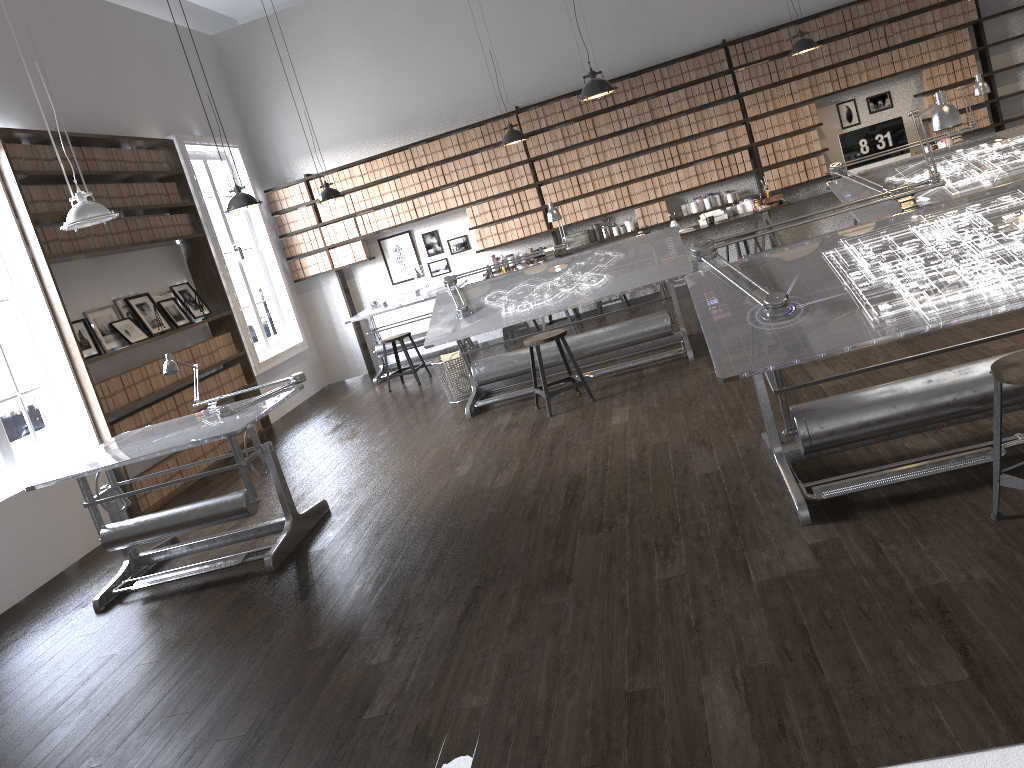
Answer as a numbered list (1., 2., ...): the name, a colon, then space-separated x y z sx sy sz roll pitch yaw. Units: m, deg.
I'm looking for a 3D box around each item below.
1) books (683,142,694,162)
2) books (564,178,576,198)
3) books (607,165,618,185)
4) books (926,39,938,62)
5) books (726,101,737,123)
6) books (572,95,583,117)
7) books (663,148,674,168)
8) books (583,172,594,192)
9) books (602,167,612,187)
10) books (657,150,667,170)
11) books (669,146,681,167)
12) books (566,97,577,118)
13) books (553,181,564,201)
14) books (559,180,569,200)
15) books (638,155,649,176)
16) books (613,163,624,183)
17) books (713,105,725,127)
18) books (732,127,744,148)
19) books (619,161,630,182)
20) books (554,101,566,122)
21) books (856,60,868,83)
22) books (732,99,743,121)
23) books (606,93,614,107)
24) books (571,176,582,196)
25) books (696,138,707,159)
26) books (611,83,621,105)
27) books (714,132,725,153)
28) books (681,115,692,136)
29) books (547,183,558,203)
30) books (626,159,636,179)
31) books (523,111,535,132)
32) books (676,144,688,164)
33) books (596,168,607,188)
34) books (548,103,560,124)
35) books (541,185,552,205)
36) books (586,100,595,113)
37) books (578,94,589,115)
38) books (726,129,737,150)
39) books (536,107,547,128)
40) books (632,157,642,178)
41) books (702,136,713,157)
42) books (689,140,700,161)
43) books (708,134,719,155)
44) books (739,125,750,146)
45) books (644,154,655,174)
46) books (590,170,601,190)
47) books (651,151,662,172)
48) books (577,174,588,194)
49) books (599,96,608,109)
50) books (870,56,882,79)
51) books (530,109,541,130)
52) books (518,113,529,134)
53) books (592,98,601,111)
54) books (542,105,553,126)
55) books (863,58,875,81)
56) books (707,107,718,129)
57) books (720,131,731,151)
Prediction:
1. books: 1.932 -2.536 9.710 0.066 0.224 0.176 -15 9 11
2. books: 0.655 -2.200 9.953 0.066 0.224 0.176 -15 9 11
3. books: 1.126 -2.324 9.863 0.066 0.224 0.176 -15 9 11
4. books: 4.342 -3.460 9.208 0.066 0.224 0.176 -15 9 11
5. books: 2.364 -2.932 9.578 0.066 0.224 0.176 -15 9 11
6. books: 0.726 -3.060 9.773 0.067 0.224 0.176 -15 9 11
7. books: 1.724 -2.481 9.754 0.066 0.224 0.176 -15 9 11
8. books: 0.864 -2.254 9.909 0.066 0.224 0.176 -15 9 11
9. books: 1.062 -2.306 9.870 0.067 0.224 0.176 -15 9 11
10. books: 1.651 -2.462 9.765 0.066 0.224 0.176 -15 9 11
11. books: 1.793 -2.499 9.735 0.067 0.224 0.176 -15 9 11
12. books: 0.664 -3.044 9.790 0.066 0.224 0.176 -15 9 11
13. books: 0.532 -2.166 9.969 0.067 0.224 0.176 -15 9 11
14. books: 0.593 -2.183 9.962 0.066 0.224 0.176 -15 9 11
15. books: 1.454 -2.410 9.801 0.066 0.224 0.176 -15 9 11
16. books: 1.186 -2.339 9.850 0.066 0.224 0.176 -15 9 11
17. books: 2.240 -2.898 9.597 0.066 0.224 0.176 -15 9 11
18. books: 2.450 -2.673 9.619 0.066 0.224 0.176 -15 9 11
19. books: 1.254 -2.357 9.836 0.067 0.224 0.176 -15 9 11
20. books: 0.535 -3.010 9.810 0.067 0.224 0.176 -15 9 11
21. books: 3.673 -3.283 9.332 0.066 0.224 0.176 -15 9 11
22. books: 2.430 -2.949 9.567 0.066 0.224 0.176 -15 9 11
23. books: 1.064 -3.149 9.711 0.067 0.224 0.176 -15 9 11
24. books: 0.725 -2.217 9.934 0.067 0.224 0.176 -15 9 11
25. books: 2.067 -2.572 9.689 0.066 0.224 0.176 -15 9 11
26. books: 1.135 -3.169 9.704 0.066 0.224 0.176 -15 9 11
27. books: 2.254 -2.621 9.651 0.066 0.224 0.176 -15 9 11
28. books: 1.904 -2.810 9.663 0.066 0.224 0.176 -15 9 11
29. books: 0.463 -2.148 9.982 0.066 0.224 0.176 -15 9 11
30. books: 1.321 -2.375 9.827 0.066 0.224 0.176 -15 9 11
31. books: 0.198 -2.920 9.871 0.067 0.224 0.176 -15 9 11
32. books: 1.865 -2.519 9.727 0.066 0.224 0.176 -15 9 11
33. books: 0.999 -2.290 9.888 0.066 0.224 0.176 -15 9 11
34. books: 0.468 -2.993 9.826 0.066 0.224 0.176 -15 9 11
35. books: 0.395 -2.130 9.998 0.066 0.224 0.176 -15 9 11
36. books: 0.858 -3.096 9.755 0.066 0.224 0.176 -15 9 11
37. books: 0.791 -3.078 9.767 0.066 0.224 0.176 -15 9 11
38. books: 2.384 -2.655 9.629 0.066 0.224 0.176 -15 9 11
39. books: 0.336 -2.958 9.849 0.066 0.224 0.176 -15 9 11
40. books: 1.388 -2.393 9.817 0.066 0.224 0.176 -15 9 11
41. books: 2.130 -2.588 9.671 0.067 0.224 0.176 -15 9 11
42. books: 2.000 -2.554 9.702 0.066 0.224 0.176 -15 9 11
43. books: 2.194 -2.605 9.664 0.066 0.224 0.176 -15 9 11
44. books: 2.511 -2.688 9.600 0.067 0.224 0.176 -15 9 11
45. books: 1.522 -2.427 9.784 0.066 0.224 0.176 -15 9 11
46. books: 0.931 -2.273 9.901 0.066 0.224 0.176 -15 9 11
47. books: 1.591 -2.445 9.772 0.067 0.224 0.176 -15 9 11
48. books: 0.797 -2.237 9.926 0.066 0.224 0.176 -15 9 11
49. books: 0.993 -3.132 9.730 0.066 0.224 0.176 -15 9 11
50. books: 3.806 -3.319 9.310 0.066 0.224 0.176 -15 9 11
51. books: 0.266 -2.939 9.859 0.066 0.224 0.176 -15 9 11
52. books: 0.138 -2.906 9.887 0.066 0.224 0.176 -15 9 11
53. books: 0.925 -3.113 9.738 0.066 0.224 0.176 -15 9 11
54. books: 0.402 -2.976 9.841 0.066 0.224 0.176 -15 9 11
55. books: 3.740 -3.301 9.324 0.066 0.224 0.176 -15 9 11
56. books: 2.172 -2.881 9.613 0.066 0.224 0.176 -15 9 11
57. books: 2.317 -2.637 9.638 0.067 0.224 0.176 -15 9 11
